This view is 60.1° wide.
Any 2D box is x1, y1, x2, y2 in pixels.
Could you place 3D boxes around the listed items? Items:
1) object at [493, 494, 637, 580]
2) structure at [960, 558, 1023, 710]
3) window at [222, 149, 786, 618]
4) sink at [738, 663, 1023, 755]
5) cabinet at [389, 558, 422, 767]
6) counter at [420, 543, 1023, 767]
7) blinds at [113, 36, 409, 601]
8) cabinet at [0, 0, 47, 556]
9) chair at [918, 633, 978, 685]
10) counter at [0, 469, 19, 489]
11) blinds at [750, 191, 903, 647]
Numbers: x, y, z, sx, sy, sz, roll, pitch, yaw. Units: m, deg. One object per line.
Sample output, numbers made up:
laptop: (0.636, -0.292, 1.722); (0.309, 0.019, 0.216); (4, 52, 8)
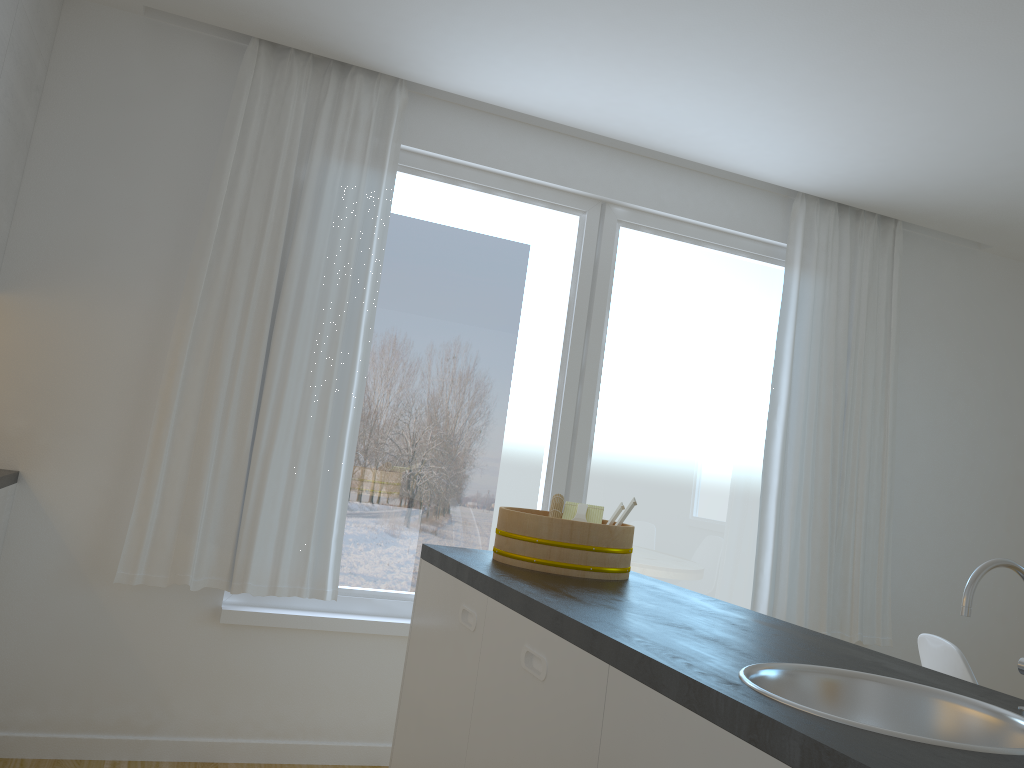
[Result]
object: (0.150, 0.399, 2.461); (0.379, 0.216, 0.426); (7, -6, 9)
structure: (0.735, 0.366, 1.277); (0.161, 0.217, 0.096); (11, -9, -19)
window: (0.279, 0.105, 3.984); (2.716, 1.936, 0.088); (10, -9, -19)
sink: (0.508, 0.512, 1.206); (0.404, 0.158, 0.400); (6, -6, 22)
cabinet: (0.372, 0.946, 1.445); (0.598, 0.918, 2.390); (11, -6, -20)
counter: (0.437, 0.477, 1.518); (0.598, 0.040, 2.390); (10, -6, -20)
blinds: (-0.878, -0.301, 3.389); (0.792, 2.180, 0.149); (11, -9, -19)
cabinet: (-1.349, -0.094, 1.582); (0.479, 2.321, 3.187); (11, -7, -20)
chair: (1.379, 1.184, 2.393); (0.523, 0.910, 0.426); (8, -8, 0)
counter: (-1.659, 0.236, 2.071); (0.598, 0.040, 1.992); (10, -6, -20)
blinds: (1.592, 0.130, 4.262); (0.792, 2.180, 0.149); (11, -9, -19)
